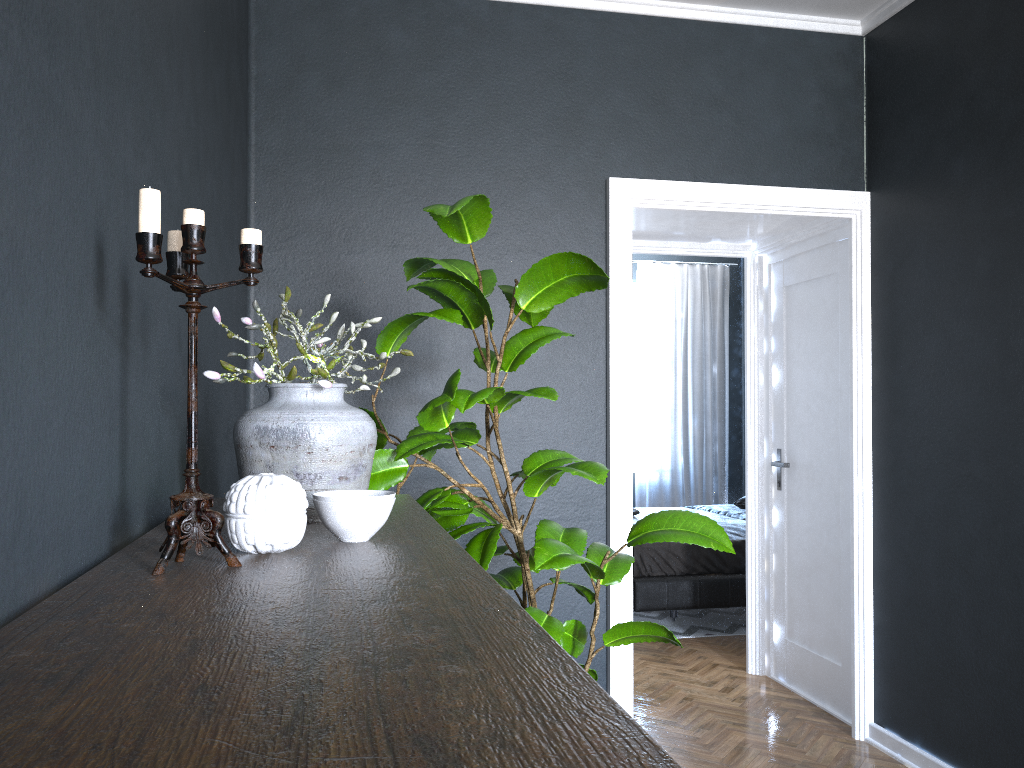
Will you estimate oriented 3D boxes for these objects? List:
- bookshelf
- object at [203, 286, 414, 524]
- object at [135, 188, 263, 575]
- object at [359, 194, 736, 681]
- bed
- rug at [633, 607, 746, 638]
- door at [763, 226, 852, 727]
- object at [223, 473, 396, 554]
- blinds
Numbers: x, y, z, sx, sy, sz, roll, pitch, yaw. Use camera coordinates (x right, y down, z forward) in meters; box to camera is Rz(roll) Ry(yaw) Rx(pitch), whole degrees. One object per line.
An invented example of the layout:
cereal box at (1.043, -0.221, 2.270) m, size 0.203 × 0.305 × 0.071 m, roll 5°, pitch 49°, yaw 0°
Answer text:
bookshelf at (-0.259, 0.802, 1.010) m, size 0.451 × 1.172 × 1.919 m, roll 0°, pitch -2°, yaw -12°
object at (-0.360, 0.028, 1.546) m, size 0.385 × 0.412 × 0.275 m, roll 1°, pitch -2°, yaw -34°
object at (-0.387, -0.002, 1.039) m, size 0.145 × 0.437 × 0.130 m, roll 0°, pitch -1°, yaw 24°
object at (-0.092, 0.488, 2.341) m, size 1.118 × 1.898 × 0.764 m, roll 0°, pitch -1°, yaw -18°
bed at (1.480, 0.990, 6.513) m, size 2.375 × 1.161 × 2.266 m, roll 0°, pitch -2°, yaw -12°
rug at (0.983, 1.565, 6.367) m, size 1.458 × 0.013 × 2.046 m, roll 0°, pitch -2°, yaw -12°
door at (1.436, 0.398, 4.198) m, size 0.162 × 2.186 × 0.857 m, roll 0°, pitch -1°, yaw -12°
object at (-0.273, 0.171, 1.218) m, size 0.118 × 0.104 × 0.255 m, roll -1°, pitch -2°, yaw 44°
blinds at (0.201, 0.225, 8.172) m, size 3.992 × 2.788 × 0.312 m, roll 0°, pitch -1°, yaw -12°
